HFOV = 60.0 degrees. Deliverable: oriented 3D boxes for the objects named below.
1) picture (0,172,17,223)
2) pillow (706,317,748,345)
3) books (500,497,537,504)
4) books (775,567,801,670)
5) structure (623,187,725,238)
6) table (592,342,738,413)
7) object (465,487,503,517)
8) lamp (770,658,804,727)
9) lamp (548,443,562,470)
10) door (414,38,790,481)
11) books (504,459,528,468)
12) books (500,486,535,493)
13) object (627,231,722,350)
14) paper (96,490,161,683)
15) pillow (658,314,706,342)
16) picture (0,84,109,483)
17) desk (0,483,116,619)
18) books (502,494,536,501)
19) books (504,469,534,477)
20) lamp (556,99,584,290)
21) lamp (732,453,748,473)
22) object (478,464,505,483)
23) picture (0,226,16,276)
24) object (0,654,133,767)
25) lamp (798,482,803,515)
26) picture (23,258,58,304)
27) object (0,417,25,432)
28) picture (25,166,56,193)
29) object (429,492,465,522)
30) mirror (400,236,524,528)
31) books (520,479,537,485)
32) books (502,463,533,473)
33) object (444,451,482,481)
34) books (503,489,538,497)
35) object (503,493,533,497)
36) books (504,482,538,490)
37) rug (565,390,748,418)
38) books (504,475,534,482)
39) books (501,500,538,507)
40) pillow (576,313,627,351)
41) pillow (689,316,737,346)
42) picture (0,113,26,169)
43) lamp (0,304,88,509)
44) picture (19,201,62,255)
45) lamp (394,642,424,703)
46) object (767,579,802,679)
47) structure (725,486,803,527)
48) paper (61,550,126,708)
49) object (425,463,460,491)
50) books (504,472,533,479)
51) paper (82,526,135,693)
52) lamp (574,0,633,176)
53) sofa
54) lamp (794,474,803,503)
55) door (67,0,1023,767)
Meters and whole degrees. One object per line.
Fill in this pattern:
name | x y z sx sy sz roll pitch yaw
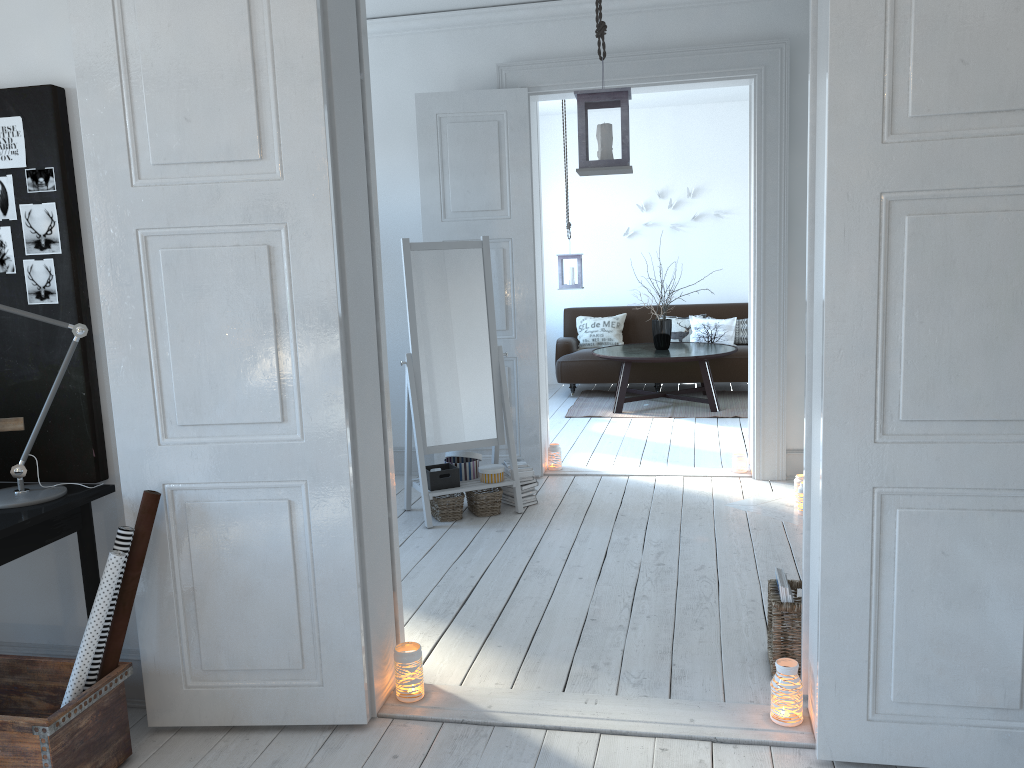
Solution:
picture | -1.499 -0.547 2.608 0.083 0.146 0.002 0 9 12
pillow | 2.174 -0.522 8.727 0.542 0.288 0.182 0 9 13
books | 0.034 0.646 5.011 0.128 0.016 0.176 -8 10 -37
books | 0.967 0.772 2.889 0.201 0.301 0.179 0 9 12
structure | 1.639 -1.746 9.003 1.025 0.479 0.085 -1 9 12
table | 1.380 -0.065 8.047 1.300 0.504 1.296 -2 8 2
object | -0.158 0.633 4.882 0.185 0.140 0.294 -5 9 -16
lamp | 0.796 0.891 2.568 0.093 0.180 0.092 -3 9 -5
lamp | 0.276 0.470 5.719 0.089 0.166 0.089 -1 9 11
door | 0.794 -0.677 5.394 2.599 2.512 0.576 0 9 12
books | 0.021 0.447 4.988 0.111 0.014 0.156 -3 8 -8
books | 0.024 0.582 5.003 0.128 0.022 0.166 -10 11 -43
object | 1.443 -0.829 7.840 0.845 1.069 0.524 -5 9 -17
paper | -1.104 0.681 2.488 0.297 0.749 0.048 -8 11 -32
pillow | 1.684 -0.515 8.793 0.473 0.348 0.158 -1 9 10
picture | -1.746 -0.274 2.736 0.953 1.175 0.063 0 9 12
desk | -1.786 0.724 2.473 1.159 0.761 0.649 -1 9 12
books | 0.033 0.631 5.006 0.128 0.016 0.180 -7 10 -33
books | 0.034 0.485 4.975 0.128 0.026 0.199 -5 8 -16
lamp | 0.505 -1.740 7.980 0.228 1.767 0.228 -1 9 9
lamp | 1.406 0.488 5.474 0.093 0.110 0.093 2 10 29
object | -0.110 0.488 4.831 0.142 0.075 0.142 -3 8 -4
picture | -1.531 -0.396 2.639 0.107 0.151 0.001 0 9 12
object | -1.428 0.955 2.437 0.664 0.283 0.338 -1 9 12
lamp | 1.523 0.591 4.580 0.089 0.166 0.089 0 9 13
picture | -1.396 -0.305 2.626 0.103 0.136 0.001 0 9 12
object | -1.484 0.205 2.573 0.138 0.209 0.034 -3 9 -8
picture | -1.369 -0.594 2.573 0.095 0.072 0.001 0 9 12
object | -0.361 0.650 4.817 0.185 0.140 0.294 -5 9 -16
mirror | -0.300 -0.038 4.775 0.610 1.493 0.416 -6 10 -23
books | 0.034 0.539 4.995 0.128 0.016 0.178 -8 10 -35
books | 0.027 0.464 4.977 0.132 0.017 0.186 -4 8 -15
object | -0.275 0.435 4.956 0.207 0.159 0.240 1 9 19
books | 0.032 0.603 5.000 0.132 0.017 0.186 -9 11 -40
object | 0.027 0.614 5.016 0.111 0.014 0.156 -8 10 -35
books | 0.034 0.560 4.990 0.193 0.022 0.128 6 11 44
rug | 1.395 0.153 8.108 1.710 0.055 1.452 0 8 12
books | 0.029 0.522 4.991 0.128 0.016 0.176 -5 9 -21
books | 0.039 0.663 5.015 0.128 0.016 0.178 -9 10 -40
pillow | 0.903 -0.525 8.996 0.519 0.368 0.238 -1 9 12
pillow | 1.955 -0.516 8.658 0.471 0.310 0.187 0 9 12
picture | -1.473 -0.706 2.575 0.147 0.155 0.004 0 9 12
lamp | -1.478 -0.024 2.409 0.616 0.718 0.229 -5 9 -17
picture | -1.382 -0.457 2.598 0.121 0.153 0.002 0 9 12
lamp | -0.324 0.908 2.793 0.089 0.167 0.089 -2 9 5
object | 0.980 0.804 2.891 0.270 0.265 0.223 0 9 12
structure | 1.837 -0.688 4.613 1.246 2.835 0.799 -8 11 -32
paper | -1.153 0.759 2.378 0.283 0.628 0.040 -4 9 -10
object | -0.384 0.497 4.751 0.165 0.103 0.154 -6 9 -23
books | 0.028 0.506 4.986 0.128 0.016 0.180 -5 8 -17
paper | -1.142 0.733 2.433 0.266 0.671 0.043 -8 11 -32
lamp | 0.356 -1.758 3.579 0.228 1.767 0.228 -1 9 9
sofa | 1.540 -0.350 8.780 2.165 0.827 0.966 -1 9 12
lamp | 1.571 0.567 4.805 0.084 0.147 0.083 0 9 16
door | 0.183 -0.239 2.482 2.599 2.512 0.576 0 9 12
